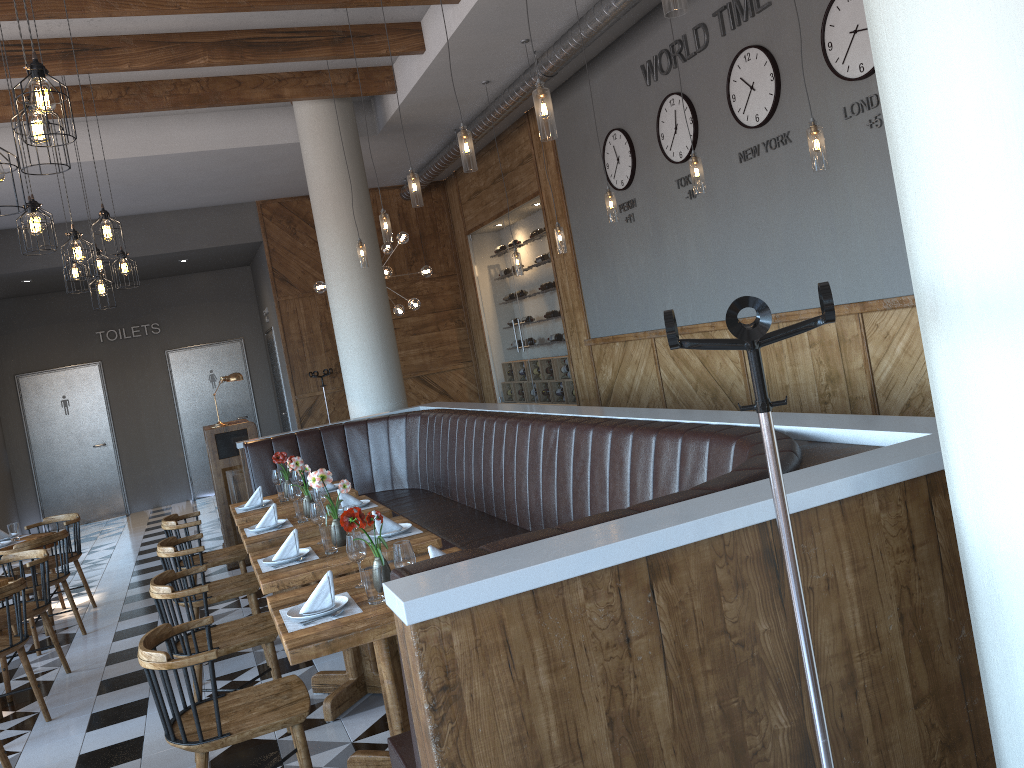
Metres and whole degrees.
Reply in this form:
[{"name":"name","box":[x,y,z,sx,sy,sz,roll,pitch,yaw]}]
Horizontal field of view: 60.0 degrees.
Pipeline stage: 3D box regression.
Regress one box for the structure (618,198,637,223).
[{"name":"structure","box":[1.074,-1.579,8.142,0.021,0.197,0.305,-11,2,-20]}]

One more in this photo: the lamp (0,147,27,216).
[{"name":"lamp","box":[-2.109,-1.664,3.315,0.174,2.069,0.176,-10,1,40]}]

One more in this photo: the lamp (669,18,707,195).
[{"name":"lamp","box":[0.986,-2.138,5.437,0.078,1.963,0.078,-10,1,-13]}]

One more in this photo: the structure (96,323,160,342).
[{"name":"structure","box":[-5.938,-0.794,13.726,0.918,0.166,0.035,-11,1,-20]}]

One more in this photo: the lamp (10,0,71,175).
[{"name":"lamp","box":[-2.030,-1.866,3.496,0.174,2.069,0.175,-10,1,29]}]

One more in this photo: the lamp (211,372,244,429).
[{"name":"lamp","box":[-2.727,0.285,8.509,0.169,0.756,0.447,-9,2,45]}]

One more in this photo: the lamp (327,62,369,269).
[{"name":"lamp","box":[-1.486,-2.001,7.874,0.078,1.963,0.078,-10,1,12]}]

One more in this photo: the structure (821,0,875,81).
[{"name":"structure","box":[2.039,-2.087,5.248,0.046,0.560,0.560,-11,2,-20]}]

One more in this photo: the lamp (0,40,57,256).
[{"name":"lamp","box":[-2.969,-1.791,5.210,0.174,2.069,0.176,-10,1,42]}]

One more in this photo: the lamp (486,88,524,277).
[{"name":"lamp","box":[-0.099,-1.997,8.434,0.078,1.963,0.078,-10,1,12]}]

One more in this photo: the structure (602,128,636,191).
[{"name":"structure","box":[0.980,-2.056,8.121,0.046,0.560,0.560,-11,2,-20]}]

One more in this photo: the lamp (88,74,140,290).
[{"name":"lamp","box":[-3.289,-1.798,7.160,0.175,2.069,0.175,-10,1,-10]}]

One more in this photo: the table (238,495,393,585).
[{"name":"table","box":[-1.187,1.210,5.542,0.852,0.763,0.849,-11,2,-20]}]

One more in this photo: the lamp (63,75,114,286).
[{"name":"lamp","box":[-3.603,-1.855,7.388,0.174,2.069,0.175,-10,1,23]}]

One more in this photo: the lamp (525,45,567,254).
[{"name":"lamp","box":[0.254,-2.065,7.448,0.078,1.963,0.078,-11,1,-34]}]

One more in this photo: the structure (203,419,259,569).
[{"name":"structure","box":[-2.633,1.018,8.795,0.647,1.299,1.044,-11,2,-20]}]

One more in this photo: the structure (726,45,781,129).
[{"name":"structure","box":[1.686,-2.077,6.206,0.046,0.560,0.560,-11,2,-20]}]

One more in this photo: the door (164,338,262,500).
[{"name":"door","box":[-4.679,0.535,14.107,1.210,2.392,0.114,-11,1,-20]}]

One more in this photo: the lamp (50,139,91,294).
[{"name":"lamp","box":[-3.720,-1.768,7.225,0.175,2.069,0.175,-10,1,12]}]

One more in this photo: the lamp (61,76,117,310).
[{"name":"lamp","box":[-3.484,-1.630,7.173,0.174,2.069,0.175,-10,1,23]}]

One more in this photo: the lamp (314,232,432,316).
[{"name":"lamp","box":[-1.709,-1.615,10.569,1.182,2.191,1.165,-9,1,31]}]

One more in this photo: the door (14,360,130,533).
[{"name":"door","box":[-6.627,0.928,13.370,1.210,2.392,0.114,-11,1,-20]}]

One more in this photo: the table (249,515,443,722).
[{"name":"table","box":[-0.811,1.199,4.520,0.852,0.763,0.849,-11,2,-20]}]

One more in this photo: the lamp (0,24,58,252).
[{"name":"lamp","box":[-3.057,-1.844,5.403,0.176,2.069,0.174,-11,1,-37]}]

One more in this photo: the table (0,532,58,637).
[{"name":"table","box":[-4.134,1.667,6.891,0.862,0.763,0.867,-9,2,25]}]

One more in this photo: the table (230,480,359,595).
[{"name":"table","box":[-1.569,1.222,6.576,0.852,0.763,0.849,-11,2,-20]}]

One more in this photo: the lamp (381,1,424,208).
[{"name":"lamp","box":[-0.807,-2.163,5.961,0.078,1.963,0.078,-10,1,15]}]

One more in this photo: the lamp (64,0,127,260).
[{"name":"lamp","box":[-2.697,-1.816,5.552,0.174,2.069,0.175,-10,1,20]}]

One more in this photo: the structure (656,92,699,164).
[{"name":"structure","box":[1.333,-2.066,7.163,0.046,0.560,0.560,-11,2,-20]}]

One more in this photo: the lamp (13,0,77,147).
[{"name":"lamp","box":[-1.922,-1.933,3.324,0.174,2.069,0.176,-10,1,40]}]

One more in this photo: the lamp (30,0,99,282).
[{"name":"lamp","box":[-2.791,-1.655,5.367,0.176,2.069,0.174,-11,1,-37]}]

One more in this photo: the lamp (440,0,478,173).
[{"name":"lamp","box":[-0.401,-2.141,4.878,0.078,1.963,0.078,-10,1,-1]}]

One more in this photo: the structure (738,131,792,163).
[{"name":"structure","box":[1.771,-1.659,6.222,0.021,0.079,0.582,-11,3,-20]}]

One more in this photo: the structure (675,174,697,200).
[{"name":"structure","box":[1.435,-1.590,7.162,0.021,0.199,0.368,-11,3,-20]}]

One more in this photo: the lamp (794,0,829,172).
[{"name":"lamp","box":[1.377,-2.037,4.433,0.078,1.963,0.078,-10,1,20]}]

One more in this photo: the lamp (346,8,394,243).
[{"name":"lamp","box":[-1.134,-2.069,6.888,0.078,1.963,0.078,-11,1,-34]}]

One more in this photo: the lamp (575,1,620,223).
[{"name":"lamp","box":[0.580,-2.159,6.520,0.078,1.963,0.078,-10,1,15]}]

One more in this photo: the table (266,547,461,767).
[{"name":"table","box":[-0.429,1.188,3.486,0.852,0.763,0.849,-11,2,-20]}]

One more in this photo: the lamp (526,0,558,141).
[{"name":"lamp","box":[-0.010,-2.040,3.874,0.078,1.963,0.078,-10,1,20]}]

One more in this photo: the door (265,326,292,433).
[{"name":"door","box":[-3.451,0.358,13.308,0.114,2.392,1.204,-11,1,-20]}]

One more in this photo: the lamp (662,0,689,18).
[{"name":"lamp","box":[0.354,-2.156,2.833,0.078,1.963,0.078,-11,1,-45]}]

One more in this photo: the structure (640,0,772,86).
[{"name":"structure","box":[1.585,-2.616,6.228,0.033,0.199,2.725,-11,3,-20]}]

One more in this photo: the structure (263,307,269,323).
[{"name":"structure","box":[-3.670,-1.027,13.255,0.025,0.197,0.564,-11,3,-20]}]

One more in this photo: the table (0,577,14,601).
[{"name":"table","box":[-3.484,1.648,5.129,0.862,0.763,0.867,-9,2,25]}]
